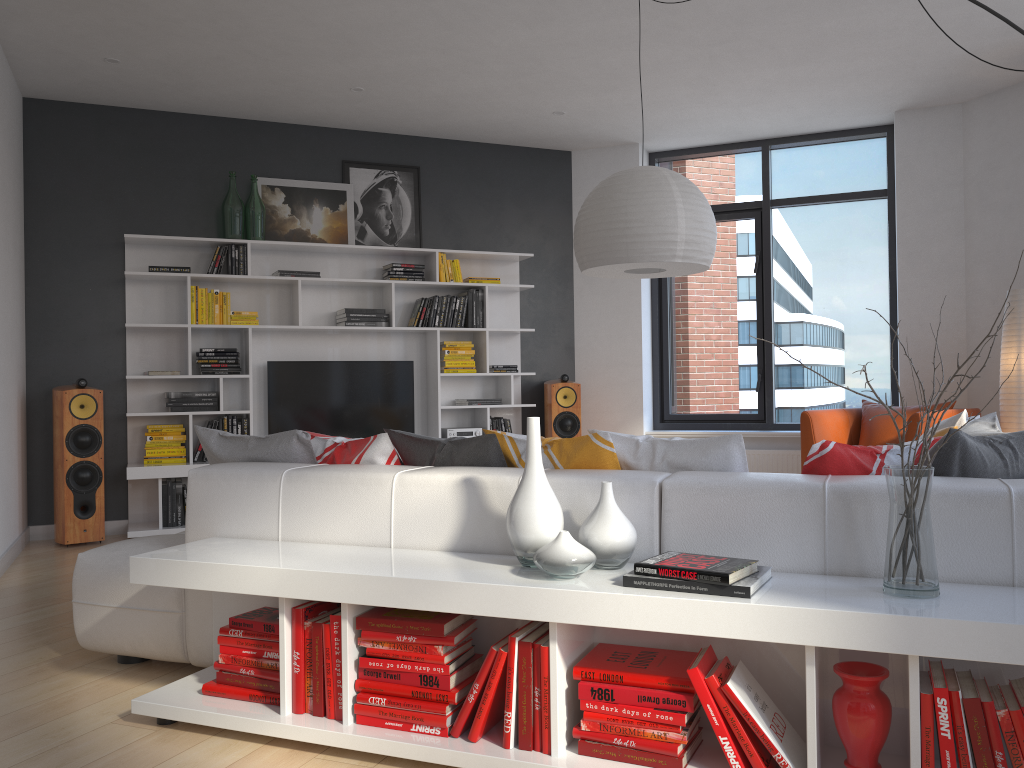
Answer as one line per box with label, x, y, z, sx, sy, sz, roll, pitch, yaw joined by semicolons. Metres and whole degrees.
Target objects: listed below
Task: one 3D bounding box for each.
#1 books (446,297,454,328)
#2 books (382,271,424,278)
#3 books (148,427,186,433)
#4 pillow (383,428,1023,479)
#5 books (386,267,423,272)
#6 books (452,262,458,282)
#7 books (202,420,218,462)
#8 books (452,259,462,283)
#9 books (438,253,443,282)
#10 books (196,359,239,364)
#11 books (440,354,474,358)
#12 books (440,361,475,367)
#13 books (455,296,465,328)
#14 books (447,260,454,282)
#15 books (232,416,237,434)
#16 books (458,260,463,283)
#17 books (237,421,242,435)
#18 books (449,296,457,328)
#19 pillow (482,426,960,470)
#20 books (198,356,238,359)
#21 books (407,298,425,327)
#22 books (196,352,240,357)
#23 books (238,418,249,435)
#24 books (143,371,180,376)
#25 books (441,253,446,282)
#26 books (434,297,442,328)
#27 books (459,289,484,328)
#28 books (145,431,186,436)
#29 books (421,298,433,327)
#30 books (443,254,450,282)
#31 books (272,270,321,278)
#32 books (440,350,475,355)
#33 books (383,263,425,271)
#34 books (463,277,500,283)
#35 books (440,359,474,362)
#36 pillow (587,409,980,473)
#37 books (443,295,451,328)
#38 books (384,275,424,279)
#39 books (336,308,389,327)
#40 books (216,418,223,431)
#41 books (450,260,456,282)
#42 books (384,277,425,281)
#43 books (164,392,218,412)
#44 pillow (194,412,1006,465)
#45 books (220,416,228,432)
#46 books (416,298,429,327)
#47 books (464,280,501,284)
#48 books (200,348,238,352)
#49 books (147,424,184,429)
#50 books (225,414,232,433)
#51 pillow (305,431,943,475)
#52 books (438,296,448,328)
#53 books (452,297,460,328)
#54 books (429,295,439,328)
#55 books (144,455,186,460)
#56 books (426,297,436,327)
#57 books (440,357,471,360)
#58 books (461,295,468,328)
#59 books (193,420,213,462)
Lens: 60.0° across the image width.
books;-0.507;-0.550;6.918;0.069;0.242;0.172;-1;0;-22
books;-0.842;-0.842;6.854;0.284;0.030;0.214;-1;0;-19
books;-2.404;0.320;6.186;0.234;0.024;0.171;-1;0;-18
pillow;0.547;0.346;2.832;2.120;0.436;0.608;-1;0;18
books;-0.829;-0.871;6.831;0.246;0.026;0.180;-1;0;-20
books;-0.459;-0.861;6.908;0.046;0.161;0.108;-1;0;-24
books;-2.135;0.398;6.268;0.100;0.289;0.210;-1;0;-24
books;-0.443;-0.874;6.930;0.064;0.184;0.141;-1;0;-22
books;-0.578;-0.894;6.873;0.041;0.229;0.161;-1;0;-24
books;-2.084;-0.157;6.295;0.284;0.030;0.214;-1;0;-14
books;-0.444;-0.221;7.010;0.239;0.019;0.171;-1;0;-23
books;-0.438;-0.155;6.999;0.243;0.042;0.189;-1;0;-23
books;-0.436;-0.556;6.974;0.084;0.249;0.191;-1;0;-23
books;-0.502;-0.871;6.910;0.054;0.180;0.132;-1;0;-23
books;-1.992;0.385;6.339;0.034;0.315;0.239;-1;0;-23
books;-0.425;-0.874;6.947;0.044;0.184;0.142;-1;0;-22
books;-1.958;0.404;6.345;0.028;0.272;0.200;-1;0;-23
books;-0.496;-0.557;6.951;0.075;0.254;0.192;-1;0;-24
pillow;0.938;0.358;3.251;2.095;0.440;0.630;-1;0;-21
books;-2.087;-0.182;6.299;0.264;0.020;0.189;-1;0;-19
books;-0.740;-0.544;6.847;0.104;0.234;0.182;-1;0;-23
books;-2.090;-0.208;6.319;0.284;0.030;0.214;-1;0;-14
books;-1.922;0.392;6.362;0.051;0.297;0.230;-1;0;-23
books;-2.426;-0.071;6.145;0.209;0.030;0.266;-1;0;-29
books;-0.564;-0.892;6.899;0.041;0.224;0.163;-1;0;-24
books;-0.602;-0.549;6.903;0.068;0.243;0.179;-1;0;-24
books;-0.327;-0.587;7.051;0.128;0.321;0.259;-1;0;-23
books;-2.413;0.345;6.186;0.238;0.023;0.167;-1;0;-7
books;-0.677;-0.544;6.864;0.081;0.233;0.169;-1;0;-24
books;-0.540;-0.893;6.919;0.054;0.224;0.164;-1;0;-23
books;-1.589;-0.791;6.513;0.310;0.047;0.250;-1;0;-27
books;-0.434;-0.247;7.013;0.239;0.033;0.176;-1;0;-19
books;-0.837;-0.897;6.840;0.266;0.030;0.209;-1;0;-29
books;-0.249;-0.823;7.064;0.257;0.024;0.203;-1;0;-20
books;-0.446;-0.183;7.011;0.251;0.014;0.189;-1;0;-19
pillow;1.216;0.336;3.407;2.156;0.456;0.580;-1;0;-42
books;-0.538;-0.559;6.936;0.066;0.260;0.197;-1;0;-23
books;-0.837;-0.817;6.834;0.264;0.020;0.189;-1;0;-24
books;-1.134;-0.491;6.719;0.343;0.137;0.277;-1;0;-28
books;-2.076;0.394;6.295;0.028;0.301;0.213;-1;0;-23
books;-0.481;-0.870;6.911;0.044;0.178;0.128;-1;0;-23
books;-0.834;-0.792;6.831;0.284;0.030;0.214;-1;0;-19
books;-2.261;0.125;6.246;0.343;0.137;0.277;-1;0;-23
pillow;0.280;0.348;3.293;2.953;0.453;0.647;-1;0;10
books;-2.049;0.385;6.312;0.034;0.314;0.237;-1;0;-23
books;-0.711;-0.543;6.865;0.096;0.234;0.187;-1;0;-22
books;-0.243;-0.798;7.057;0.257;0.028;0.194;-1;0;-18
books;-2.080;-0.236;6.294;0.246;0.026;0.180;-1;0;-15
books;-2.423;0.296;6.204;0.234;0.024;0.171;-1;0;-18
books;-2.020;0.379;6.328;0.026;0.326;0.237;-1;0;-23
pillow;0.243;0.377;2.949;2.250;0.449;0.575;-1;0;20
books;-0.569;-0.554;6.922;0.084;0.249;0.191;-1;0;-23
books;-0.467;-0.553;6.949;0.071;0.243;0.179;-1;0;-24
books;-0.629;-0.555;6.899;0.075;0.254;0.192;-1;0;-24
books;-2.409;0.505;6.168;0.269;0.025;0.213;-1;0;-20
books;-0.640;-0.548;6.866;0.069;0.242;0.172;-1;0;-22
books;-0.448;-0.201;6.990;0.217;0.023;0.145;-1;0;-18
books;-0.406;-0.561;6.988;0.066;0.260;0.197;-1;0;-23
books;-2.190;0.402;6.265;0.142;0.284;0.232;-1;0;-23
